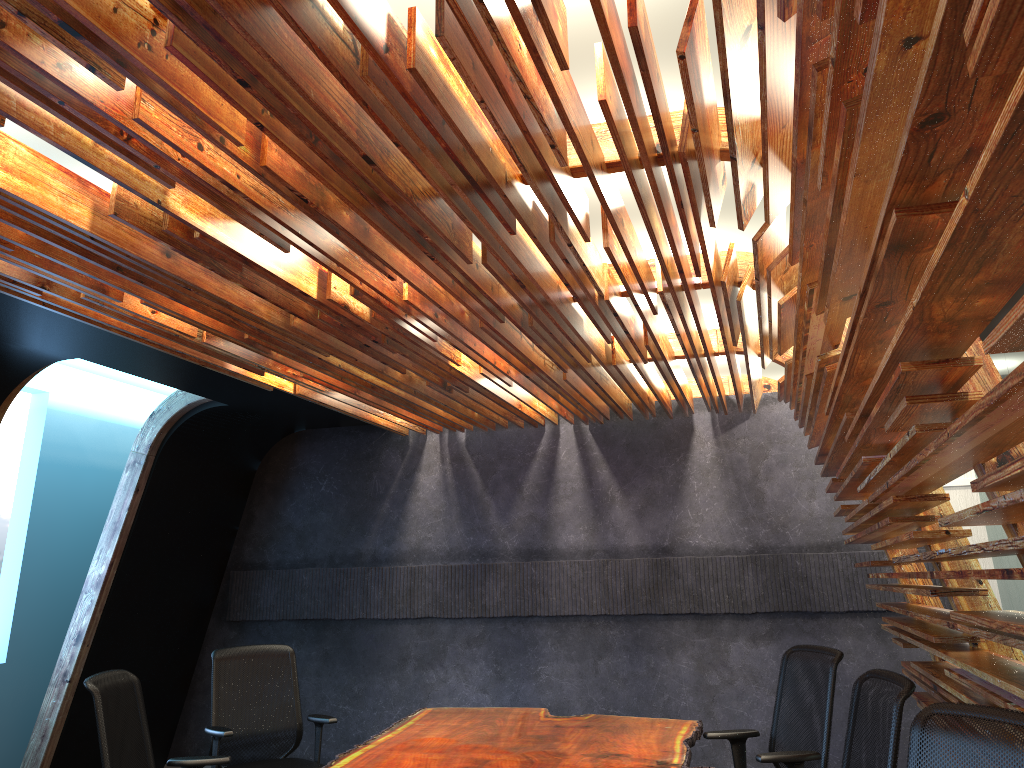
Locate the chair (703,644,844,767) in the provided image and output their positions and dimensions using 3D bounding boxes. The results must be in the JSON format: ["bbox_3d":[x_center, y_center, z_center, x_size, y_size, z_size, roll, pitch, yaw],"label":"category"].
[{"bbox_3d":[1.205,1.941,4.217,0.796,1.286,0.782,1,-18,-9],"label":"chair"}]

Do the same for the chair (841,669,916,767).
[{"bbox_3d":[1.022,1.674,3.023,0.796,1.286,0.783,-3,-18,6],"label":"chair"}]

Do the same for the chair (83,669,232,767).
[{"bbox_3d":[-1.478,1.926,3.853,0.796,1.286,0.782,0,-18,-5],"label":"chair"}]

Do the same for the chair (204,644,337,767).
[{"bbox_3d":[-1.444,2.238,5.229,0.805,1.286,0.774,13,-23,-38],"label":"chair"}]

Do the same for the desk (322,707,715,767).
[{"bbox_3d":[-0.493,1.778,2.370,2.028,0.848,6.440,-5,-14,16],"label":"desk"}]

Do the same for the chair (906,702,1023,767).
[{"bbox_3d":[0.918,1.439,1.980,0.795,1.286,0.783,3,-18,-13],"label":"chair"}]

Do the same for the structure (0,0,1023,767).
[{"bbox_3d":[-0.482,0.454,2.311,4.510,3.106,11.094,-6,-14,15],"label":"structure"}]
